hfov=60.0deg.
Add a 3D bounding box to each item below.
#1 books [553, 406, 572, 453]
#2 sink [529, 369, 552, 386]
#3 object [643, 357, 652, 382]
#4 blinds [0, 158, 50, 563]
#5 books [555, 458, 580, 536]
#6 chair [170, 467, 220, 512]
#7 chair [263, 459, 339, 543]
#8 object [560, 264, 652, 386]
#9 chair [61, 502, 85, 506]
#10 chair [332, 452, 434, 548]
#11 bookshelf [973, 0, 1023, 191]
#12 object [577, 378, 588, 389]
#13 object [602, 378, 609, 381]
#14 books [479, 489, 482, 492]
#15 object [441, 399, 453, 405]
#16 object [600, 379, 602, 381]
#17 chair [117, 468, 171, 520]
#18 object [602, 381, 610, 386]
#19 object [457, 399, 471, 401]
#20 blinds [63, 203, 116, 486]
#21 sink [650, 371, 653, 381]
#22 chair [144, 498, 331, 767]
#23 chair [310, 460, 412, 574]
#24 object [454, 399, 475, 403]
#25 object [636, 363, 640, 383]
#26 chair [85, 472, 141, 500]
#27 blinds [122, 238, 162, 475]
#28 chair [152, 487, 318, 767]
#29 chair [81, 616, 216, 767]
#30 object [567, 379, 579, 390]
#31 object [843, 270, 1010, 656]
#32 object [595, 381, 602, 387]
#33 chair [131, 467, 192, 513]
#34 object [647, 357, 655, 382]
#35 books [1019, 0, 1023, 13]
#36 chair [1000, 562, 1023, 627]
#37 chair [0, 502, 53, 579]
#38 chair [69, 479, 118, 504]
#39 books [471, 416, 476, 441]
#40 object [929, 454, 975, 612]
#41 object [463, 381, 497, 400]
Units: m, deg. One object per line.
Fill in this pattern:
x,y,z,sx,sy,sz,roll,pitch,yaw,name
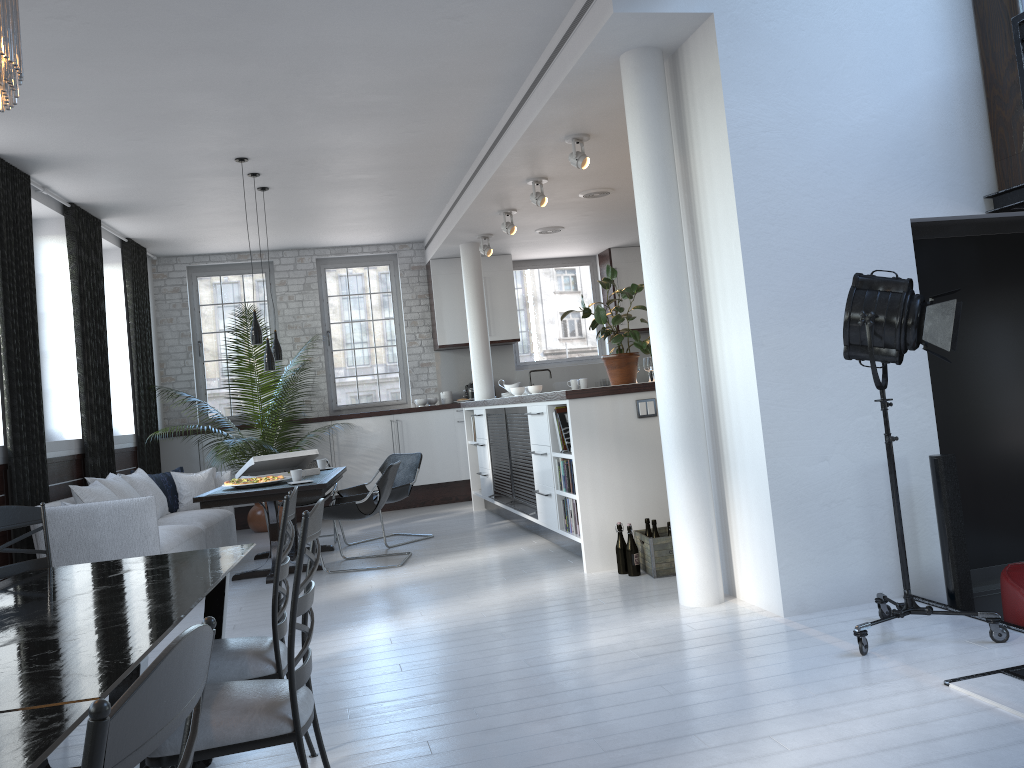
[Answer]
0.430,0.314,6.275,0.186,0.329,0.323,-5,-2,-13,books
0.496,0.083,9.806,0.649,0.520,0.545,-5,-2,-13,sink
1.182,-0.119,7.660,0.082,0.223,0.083,-9,-4,44,object
-3.619,0.005,6.570,0.099,3.321,0.622,-5,-3,-6,blinds
0.614,0.618,6.183,0.492,0.799,0.539,-5,-3,-13,books
-2.953,1.011,8.319,0.458,0.439,0.219,-4,-3,-43,chair
-2.012,1.147,8.540,0.671,0.779,0.663,-5,-2,-8,chair
0.745,-0.434,6.520,0.437,0.892,0.773,-3,-4,-45,object
-3.005,1.014,6.252,0.234,0.395,0.466,-3,-3,-45,chair
-1.165,1.053,8.077,0.669,0.779,0.665,-8,-3,42,chair
4.504,-2.054,2.943,3.091,1.619,4.465,-5,-1,-13,bookshelf
0.904,0.007,11.216,0.108,0.152,0.138,-8,-3,38,object
1.217,-0.021,11.462,0.094,0.098,0.094,-6,-2,4,object
-0.194,0.994,9.581,0.293,0.324,0.471,-5,-2,-16,books
-0.816,0.229,11.183,0.153,0.055,0.153,-6,-1,30,object
1.194,-0.017,11.563,0.094,0.098,0.093,-4,-3,-30,object
-3.229,0.968,7.738,0.375,0.466,0.564,-6,-2,-6,chair
1.220,0.009,11.460,0.094,0.098,0.094,-6,-2,4,object
-0.595,0.200,10.906,0.138,0.044,0.137,-7,-2,39,object
-3.803,0.051,8.131,0.111,3.321,0.737,-5,-3,-7,blinds
1.828,-0.075,11.610,0.916,0.414,0.432,-5,-2,-13,sink
-0.723,0.823,2.389,0.503,0.966,0.495,-5,-3,-8,chair
-1.194,1.038,7.032,0.664,0.779,0.670,-6,-2,2,chair
-0.587,0.214,10.903,0.262,0.028,0.261,-5,-1,-25,object
1.110,-0.106,7.972,0.083,0.223,0.082,-5,-3,-19,object
-3.179,0.975,7.255,0.392,0.507,0.596,-5,-2,-6,chair
-4.011,0.100,9.692,0.103,3.321,0.621,-5,-3,-7,blinds
-0.922,0.852,2.918,0.504,0.966,0.495,-5,-3,-13,chair
-0.559,0.780,0.915,0.503,0.966,0.495,-5,-3,-5,chair
0.789,0.020,11.273,0.138,0.152,0.108,-5,-3,-18,object
1.697,0.288,3.754,0.543,1.581,0.611,-8,-3,31,object
1.116,0.019,11.440,0.094,0.098,0.093,-4,-3,-30,object
-3.263,1.014,8.185,0.333,0.500,0.624,-7,-2,27,chair
1.202,-0.122,7.567,0.082,0.223,0.082,-7,-3,20,object
3.615,-2.010,4.879,2.208,1.425,0.314,-5,-3,-13,books
2.616,1.161,3.832,0.832,0.712,0.827,-4,-2,-34,chair
-1.863,0.956,3.424,0.502,0.966,0.497,-8,-4,40,chair
-3.124,0.955,6.786,0.360,0.437,0.528,-6,-2,-5,chair
-0.280,0.448,9.588,0.253,0.324,0.508,-5,-2,-13,books
2.151,0.956,4.307,0.158,1.223,0.157,-4,-4,-32,object
-0.415,0.069,11.183,0.414,0.291,0.278,-5,-2,-13,object
